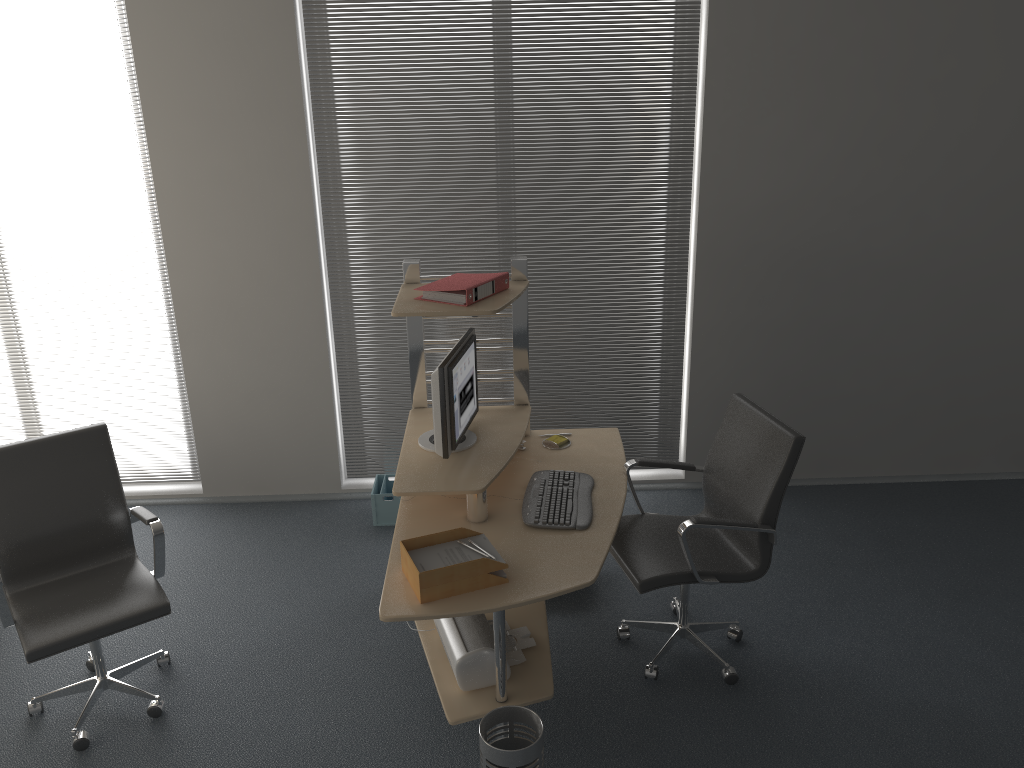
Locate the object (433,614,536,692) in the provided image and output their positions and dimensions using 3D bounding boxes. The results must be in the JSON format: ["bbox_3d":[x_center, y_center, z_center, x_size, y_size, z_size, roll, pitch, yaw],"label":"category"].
[{"bbox_3d":[-0.091,0.930,3.346,0.351,0.162,0.438,-7,21,-16],"label":"object"}]

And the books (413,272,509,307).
[{"bbox_3d":[-0.205,-0.407,3.656,0.262,0.072,0.320,11,23,29],"label":"books"}]

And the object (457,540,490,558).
[{"bbox_3d":[-0.132,0.567,3.043,0.159,0.009,0.008,17,27,41],"label":"object"}]

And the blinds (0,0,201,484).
[{"bbox_3d":[-2.822,-0.696,4.701,1.950,2.749,0.037,-2,20,-1],"label":"blinds"}]

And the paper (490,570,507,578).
[{"bbox_3d":[-0.196,0.640,3.024,0.297,0.019,0.210,-9,22,-20],"label":"paper"}]

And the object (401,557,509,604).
[{"bbox_3d":[-0.197,0.628,3.019,0.309,0.060,0.225,-9,22,-20],"label":"object"}]

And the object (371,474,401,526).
[{"bbox_3d":[-0.669,0.646,4.928,0.185,0.202,0.245,-2,20,-1],"label":"object"}]

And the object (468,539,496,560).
[{"bbox_3d":[-0.102,0.568,3.038,0.008,0.009,0.159,-16,25,-35],"label":"object"}]

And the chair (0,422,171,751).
[{"bbox_3d":[-1.643,0.779,3.390,0.584,1.048,0.652,-15,24,-33],"label":"chair"}]

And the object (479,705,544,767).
[{"bbox_3d":[0.002,1.282,2.921,0.208,0.377,0.208,16,27,39],"label":"object"}]

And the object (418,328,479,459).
[{"bbox_3d":[-0.270,0.039,3.643,0.245,0.418,0.516,6,22,20],"label":"object"}]

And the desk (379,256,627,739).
[{"bbox_3d":[0.035,0.428,3.490,0.967,1.566,1.469,-2,20,-1],"label":"desk"}]

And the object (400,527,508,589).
[{"bbox_3d":[-0.198,0.576,3.000,0.309,0.060,0.225,-9,22,-20],"label":"object"}]

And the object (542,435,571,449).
[{"bbox_3d":[0.203,0.259,4.037,0.132,0.026,0.132,-2,20,-1],"label":"object"}]

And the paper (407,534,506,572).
[{"bbox_3d":[-0.197,0.591,3.006,0.297,0.010,0.210,-9,22,-20],"label":"paper"}]

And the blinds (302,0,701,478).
[{"bbox_3d":[-0.022,-0.777,4.747,1.950,2.770,0.022,-2,20,-1],"label":"blinds"}]

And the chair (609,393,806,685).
[{"bbox_3d":[0.728,0.640,3.617,0.652,1.048,0.584,-7,21,-14],"label":"chair"}]

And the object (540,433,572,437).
[{"bbox_3d":[0.198,0.237,4.117,0.158,0.011,0.011,-3,20,-4],"label":"object"}]

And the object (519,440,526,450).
[{"bbox_3d":[0.007,0.263,4.014,0.134,0.042,0.022,16,26,38],"label":"object"}]

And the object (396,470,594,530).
[{"bbox_3d":[-0.082,0.470,3.558,0.814,0.082,0.478,1,20,6],"label":"object"}]
